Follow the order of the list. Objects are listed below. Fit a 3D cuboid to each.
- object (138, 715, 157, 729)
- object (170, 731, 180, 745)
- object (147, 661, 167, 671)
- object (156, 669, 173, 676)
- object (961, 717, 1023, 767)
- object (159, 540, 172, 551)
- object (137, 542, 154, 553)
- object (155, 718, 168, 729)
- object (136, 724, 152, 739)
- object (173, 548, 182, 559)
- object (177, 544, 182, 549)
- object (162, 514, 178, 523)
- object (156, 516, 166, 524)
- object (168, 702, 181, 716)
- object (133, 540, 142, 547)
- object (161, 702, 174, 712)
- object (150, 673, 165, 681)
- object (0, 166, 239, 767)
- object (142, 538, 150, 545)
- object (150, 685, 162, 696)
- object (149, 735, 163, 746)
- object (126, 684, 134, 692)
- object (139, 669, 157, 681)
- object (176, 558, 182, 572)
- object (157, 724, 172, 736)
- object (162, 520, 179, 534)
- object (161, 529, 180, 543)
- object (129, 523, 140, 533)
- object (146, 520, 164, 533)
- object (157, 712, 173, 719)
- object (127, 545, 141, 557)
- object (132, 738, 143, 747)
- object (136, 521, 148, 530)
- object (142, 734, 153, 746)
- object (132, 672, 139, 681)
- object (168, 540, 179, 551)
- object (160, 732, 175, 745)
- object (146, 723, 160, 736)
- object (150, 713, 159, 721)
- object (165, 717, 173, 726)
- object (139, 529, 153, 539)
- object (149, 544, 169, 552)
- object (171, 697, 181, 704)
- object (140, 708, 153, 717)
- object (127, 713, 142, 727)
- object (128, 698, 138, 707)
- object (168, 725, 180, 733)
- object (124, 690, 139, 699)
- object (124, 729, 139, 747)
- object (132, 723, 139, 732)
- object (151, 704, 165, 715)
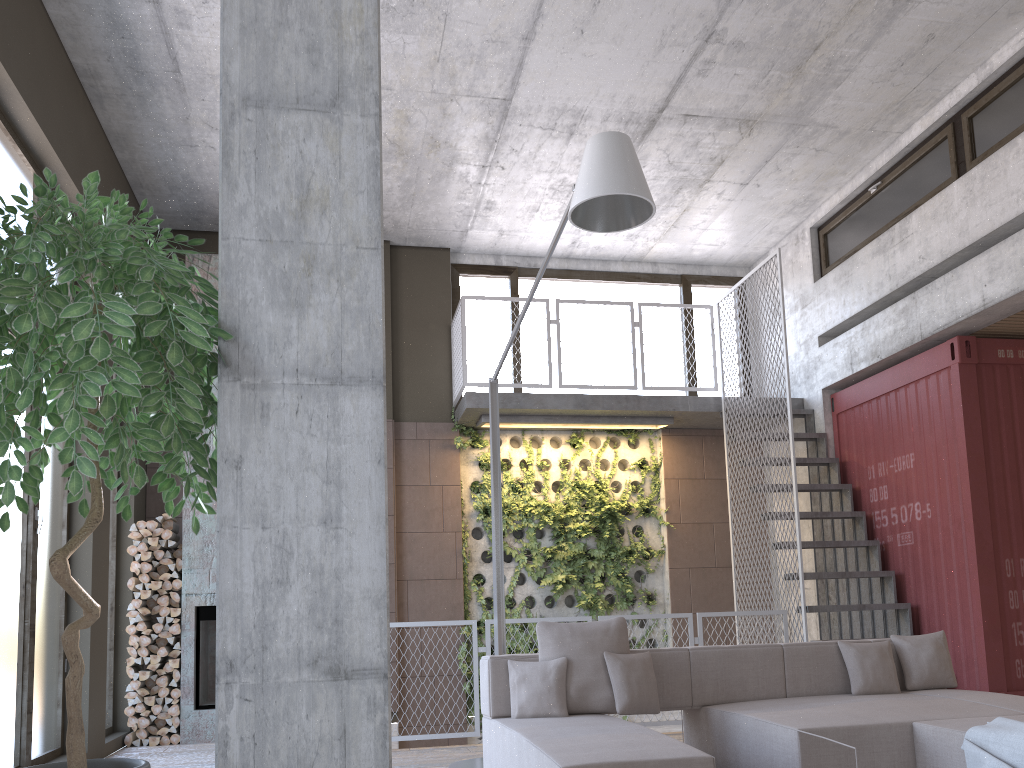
[{"bbox_3d":[-3.270,3.020,7.864,0.098,0.104,0.302,0,-14,-10],"label":"object"},{"bbox_3d":[-3.024,3.203,7.975,0.091,0.090,0.449,0,-15,-12],"label":"object"},{"bbox_3d":[-3.221,2.565,7.981,0.115,0.077,0.447,1,-15,-12],"label":"object"},{"bbox_3d":[-3.155,2.613,7.970,0.089,0.055,0.341,0,-15,-10],"label":"object"},{"bbox_3d":[2.404,1.514,3.183,1.045,0.490,1.639,-4,-14,7],"label":"object"},{"bbox_3d":[-3.193,1.493,8.108,0.067,0.065,0.434,0,-15,-12],"label":"object"},{"bbox_3d":[-3.350,1.519,8.056,0.091,0.087,0.468,0,-15,-12],"label":"object"},{"bbox_3d":[-3.183,3.083,8.014,0.104,0.100,0.300,0,-14,-12],"label":"object"},{"bbox_3d":[-3.303,3.136,7.921,0.092,0.091,0.449,0,-15,-12],"label":"object"},{"bbox_3d":[-3.096,1.606,8.226,0.100,0.100,0.301,0,-14,-10],"label":"object"},{"bbox_3d":[-3.087,1.533,8.237,0.064,0.047,0.257,0,-15,-10],"label":"object"},{"bbox_3d":[-3.189,1.255,8.179,0.087,0.054,0.341,1,-15,-12],"label":"object"},{"bbox_3d":[-3.244,1.284,8.137,0.065,0.071,0.369,1,-15,-13],"label":"object"},{"bbox_3d":[-3.019,2.921,7.886,0.101,0.100,0.300,0,-14,-12],"label":"object"},{"bbox_3d":[-3.416,1.482,8.070,0.066,0.084,0.437,0,-15,-13],"label":"object"},{"bbox_3d":[-3.120,2.932,7.989,0.067,0.069,0.434,0,-15,-12],"label":"object"},{"bbox_3d":[-3.218,2.657,7.979,0.064,0.072,0.369,0,-15,-9],"label":"object"},{"bbox_3d":[-1.127,0.346,2.204,0.981,1.822,1.009,-10,-12,44],"label":"object"},{"bbox_3d":[-3.374,1.477,8.166,0.071,0.069,0.434,0,-15,-12],"label":"object"},{"bbox_3d":[-3.212,2.786,8.011,0.101,0.084,0.373,0,-15,-10],"label":"object"},{"bbox_3d":[-3.188,3.204,7.927,0.093,0.081,0.492,1,-15,-12],"label":"object"},{"bbox_3d":[-3.415,2.737,7.954,0.067,0.069,0.435,0,-15,-10],"label":"object"},{"bbox_3d":[-3.280,2.628,7.937,0.093,0.081,0.492,1,-15,-12],"label":"object"},{"bbox_3d":[-3.062,1.688,8.148,0.063,0.123,0.374,0,-14,-13],"label":"object"},{"bbox_3d":[-3.130,3.140,7.971,0.115,0.077,0.447,1,-15,-12],"label":"object"},{"bbox_3d":[-3.191,1.339,8.200,0.099,0.105,0.302,0,-14,-10],"label":"object"},{"bbox_3d":[-3.156,1.415,8.119,0.093,0.090,0.449,0,-15,-12],"label":"object"},{"bbox_3d":[-3.438,1.340,8.067,0.067,0.067,0.434,0,-15,-12],"label":"object"},{"bbox_3d":[-3.276,1.319,8.044,0.104,0.100,0.300,0,-14,-12],"label":"object"},{"bbox_3d":[-3.117,2.989,7.954,0.122,0.066,0.373,0,-15,-10],"label":"object"},{"bbox_3d":[-3.435,1.543,8.040,0.091,0.090,0.449,0,-15,-12],"label":"object"},{"bbox_3d":[-3.342,3.209,7.897,0.067,0.065,0.434,0,-15,-12],"label":"object"},{"bbox_3d":[-3.382,1.334,8.110,0.091,0.088,0.468,1,-15,-13],"label":"object"},{"bbox_3d":[-3.263,3.212,7.913,0.067,0.065,0.434,0,-15,-12],"label":"object"},{"bbox_3d":[-3.354,2.637,7.923,0.067,0.065,0.434,0,-15,-12],"label":"object"},{"bbox_3d":[-3.114,1.494,8.124,0.066,0.066,0.434,0,-15,-12],"label":"object"},{"bbox_3d":[-3.110,3.210,7.962,0.091,0.087,0.467,0,-15,-12],"label":"object"},{"bbox_3d":[-3.232,3.129,7.963,0.101,0.084,0.372,1,-15,-12],"label":"object"},{"bbox_3d":[-3.217,3.001,7.936,0.064,0.072,0.369,0,-15,-13],"label":"object"},{"bbox_3d":[-3.082,3.057,7.964,0.067,0.083,0.436,1,-15,-13],"label":"object"},{"bbox_3d":[-3.329,1.396,8.071,0.113,0.078,0.447,1,-15,-12],"label":"object"},{"bbox_3d":[-3.258,1.534,8.104,0.115,0.077,0.447,1,-15,-12],"label":"object"},{"bbox_3d":[-3.014,2.848,7.896,0.063,0.047,0.257,1,-15,-12],"label":"object"},{"bbox_3d":[-3.273,2.954,7.904,0.089,0.055,0.341,1,-15,-12],"label":"object"},{"bbox_3d":[-3.371,3.020,7.890,0.101,0.100,0.300,0,-14,-10],"label":"object"},{"bbox_3d":[-3.383,2.871,7.928,0.066,0.083,0.437,0,-15,-9],"label":"object"},{"bbox_3d":[-3.052,3.113,7.971,0.071,0.071,0.434,0,-15,-12],"label":"object"},{"bbox_3d":[-3.398,2.796,7.922,0.122,0.066,0.373,1,-15,-12],"label":"object"},{"bbox_3d":[-3.400,3.171,7.852,0.064,0.122,0.374,0,-14,-13],"label":"object"},{"bbox_3d":[-3.336,3.045,7.806,0.045,0.071,0.258,0,-15,-12],"label":"object"},{"bbox_3d":[-3.182,2.932,7.945,0.091,0.087,0.467,1,-15,-13],"label":"object"}]
